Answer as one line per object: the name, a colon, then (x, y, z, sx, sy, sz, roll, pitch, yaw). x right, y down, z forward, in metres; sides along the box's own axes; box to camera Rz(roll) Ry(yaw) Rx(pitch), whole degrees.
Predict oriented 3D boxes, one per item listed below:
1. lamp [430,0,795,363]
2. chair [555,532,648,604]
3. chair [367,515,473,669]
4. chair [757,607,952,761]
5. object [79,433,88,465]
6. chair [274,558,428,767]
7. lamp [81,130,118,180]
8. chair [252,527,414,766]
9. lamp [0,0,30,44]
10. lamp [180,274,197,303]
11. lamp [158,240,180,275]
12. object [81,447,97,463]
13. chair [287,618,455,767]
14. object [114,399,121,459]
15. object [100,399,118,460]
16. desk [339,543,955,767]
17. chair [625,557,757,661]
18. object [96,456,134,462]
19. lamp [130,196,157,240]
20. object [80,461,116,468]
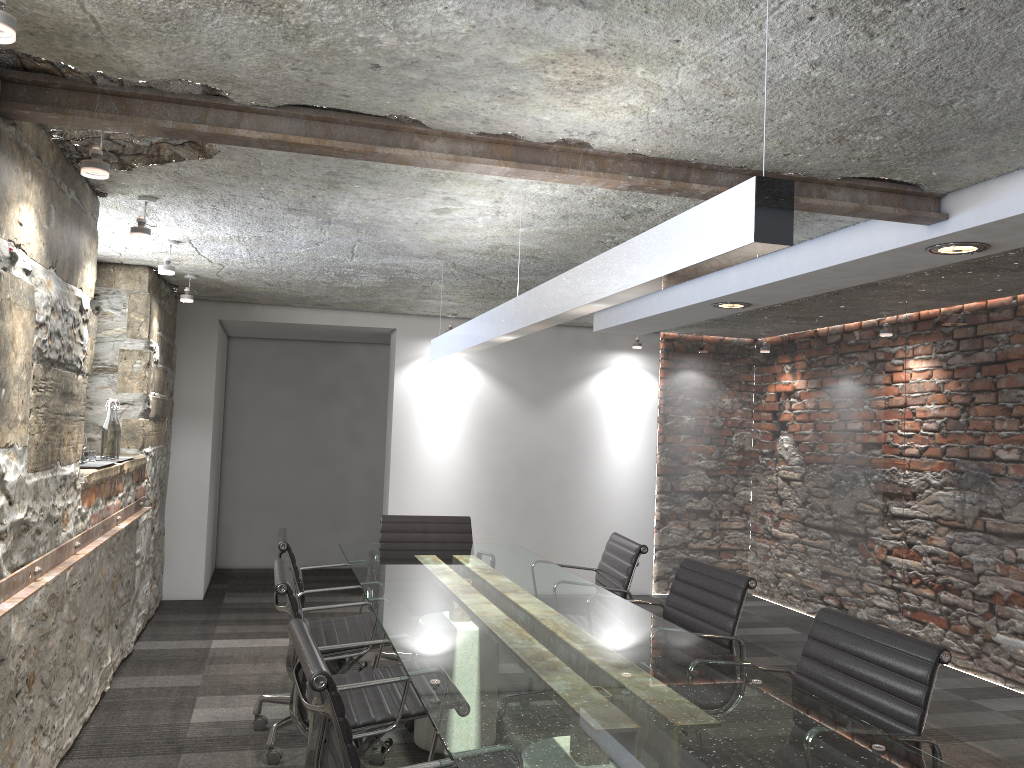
lamp: (0.038, -0.434, 3.018, 0.073, 0.524, 3.159, 3, -3, -15)
chair: (0.239, 1.095, 3.918, 0.667, 0.837, 0.693, 3, -3, -17)
chair: (-0.399, 1.091, 4.330, 0.693, 0.837, 0.667, 3, -3, -23)
chair: (0.660, 1.023, 2.183, 0.667, 0.837, 0.693, 4, -3, -24)
object: (-1.871, 0.275, 3.753, 0.108, 0.131, 0.218, 3, -3, -17)
chair: (-0.478, 1.011, 2.835, 0.667, 0.837, 0.693, 4, -3, -24)
lamp: (-1.200, -0.682, 2.579, 0.077, 0.165, 0.098, 1, -3, 18)
chair: (-0.690, 1.047, 3.689, 0.667, 0.837, 0.693, 4, -3, -23)
lamp: (-0.948, -0.720, 1.643, 0.077, 0.165, 0.098, 1, -3, 18)
lamp: (-1.933, -0.572, 5.302, 0.077, 0.165, 0.098, 1, -3, 18)
lamp: (-1.662, -0.613, 4.296, 0.077, 0.165, 0.098, 1, -3, 18)
object: (-1.935, 0.312, 3.957, 0.111, 0.072, 0.191, 3, -3, -8)
chair: (-0.192, 0.977, 1.945, 0.667, 0.837, 0.693, 4, -3, -28)
object: (-2.006, 0.227, 4.462, 0.073, 0.300, 0.073, -1, -4, 43)
object: (-1.982, 0.224, 4.372, 0.073, 0.300, 0.073, -1, -4, 44)
desk: (-0.019, 1.099, 2.942, 0.909, 0.711, 3.154, 3, -3, -15)
chair: (0.462, 1.062, 3.102, 0.667, 0.837, 0.693, 4, -3, -25)
object: (-2.061, 0.368, 4.388, 0.310, 0.007, 0.457, 3, -3, -15)
lamp: (-1.436, -0.647, 3.455, 0.077, 0.165, 0.098, 1, -3, 18)
object: (-1.914, 0.346, 3.844, 0.310, 0.007, 0.457, 3, -3, -15)
